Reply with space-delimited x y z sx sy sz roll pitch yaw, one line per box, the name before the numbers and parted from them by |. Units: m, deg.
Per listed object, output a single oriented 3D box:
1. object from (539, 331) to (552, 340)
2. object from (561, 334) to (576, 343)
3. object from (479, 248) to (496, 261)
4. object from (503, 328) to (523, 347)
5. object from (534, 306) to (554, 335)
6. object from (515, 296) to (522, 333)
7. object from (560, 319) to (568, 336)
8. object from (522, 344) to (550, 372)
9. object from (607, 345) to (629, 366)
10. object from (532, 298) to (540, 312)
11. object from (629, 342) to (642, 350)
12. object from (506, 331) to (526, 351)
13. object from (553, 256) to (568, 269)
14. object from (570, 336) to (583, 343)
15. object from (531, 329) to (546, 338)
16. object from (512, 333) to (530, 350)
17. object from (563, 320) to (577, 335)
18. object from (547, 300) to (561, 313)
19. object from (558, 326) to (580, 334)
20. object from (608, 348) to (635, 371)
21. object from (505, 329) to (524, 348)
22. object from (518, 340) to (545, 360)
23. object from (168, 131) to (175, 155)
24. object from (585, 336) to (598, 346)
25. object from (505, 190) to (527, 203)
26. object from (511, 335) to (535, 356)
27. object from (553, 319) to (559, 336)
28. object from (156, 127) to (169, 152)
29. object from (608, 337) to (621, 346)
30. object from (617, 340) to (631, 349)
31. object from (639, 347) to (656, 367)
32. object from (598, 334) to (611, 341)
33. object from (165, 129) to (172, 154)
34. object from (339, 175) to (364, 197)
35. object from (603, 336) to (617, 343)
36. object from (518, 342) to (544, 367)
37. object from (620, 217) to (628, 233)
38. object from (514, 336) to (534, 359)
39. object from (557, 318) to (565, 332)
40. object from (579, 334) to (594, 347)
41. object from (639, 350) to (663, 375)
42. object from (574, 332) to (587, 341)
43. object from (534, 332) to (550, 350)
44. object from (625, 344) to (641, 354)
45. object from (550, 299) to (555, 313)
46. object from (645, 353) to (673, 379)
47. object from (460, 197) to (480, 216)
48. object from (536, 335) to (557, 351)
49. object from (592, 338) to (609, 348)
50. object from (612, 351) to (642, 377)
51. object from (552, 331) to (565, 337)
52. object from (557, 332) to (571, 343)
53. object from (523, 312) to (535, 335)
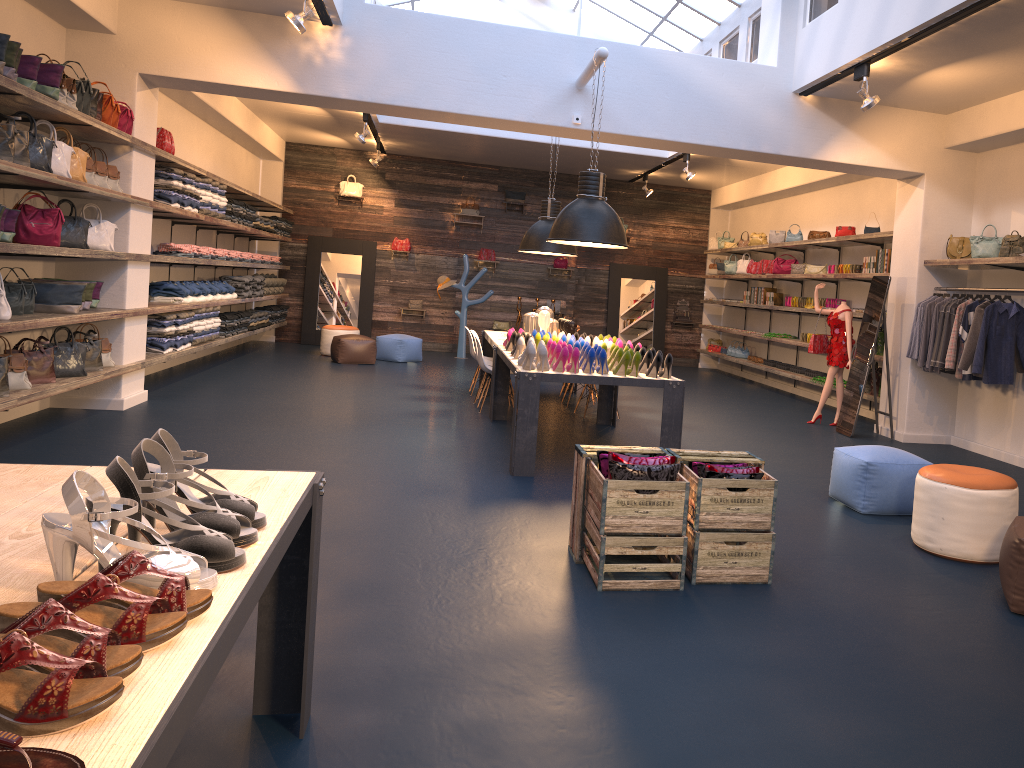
object | 0.283 -0.408 8.226 0.212 0.195 0.231 3 5 -17
object | 0.504 -0.367 8.028 0.208 0.195 0.236 4 5 -9
object | -0.445 -2.385 16.026 0.340 0.254 0.130 2 4 -24
object | 0.025 -0.453 8.439 0.211 0.195 0.232 3 5 -15
object | 0.325 -0.590 8.878 0.214 0.411 0.190 3 3 -21
object | 0.076 -0.859 10.814 0.140 0.467 0.140 4 2 2
object | 0.584 -0.552 9.292 0.159 0.284 0.149 4 3 -10
object | 0.180 -0.193 6.279 0.205 0.195 0.239 4 5 -3
object | 0.855 -0.218 6.976 0.210 0.195 0.233 3 5 -13
object | 0.287 -0.848 10.864 0.129 0.467 0.150 6 3 34
object | 1.044 -0.273 7.587 0.210 0.195 0.233 3 5 -13
object | 0.050 -0.390 7.904 0.208 0.195 0.236 4 5 -9
object | 0.919 -2.298 16.386 0.258 0.242 0.210 3 4 -14
object | 0.557 -0.333 7.766 0.208 0.195 0.236 4 5 -9
object | 0.248 -0.442 8.501 0.208 0.195 0.236 4 5 -9
object | 0.100 -0.358 7.658 0.204 0.195 0.241 4 5 -1
object | 0.605 -0.521 9.042 0.159 0.284 0.149 4 3 -10
object | 0.792 -1.467 16.391 0.273 0.229 0.080 5 2 4
object | 0.591 -0.598 10.056 0.472 0.202 0.207 1 5 -31
object | 0.857 -0.189 6.722 0.208 0.195 0.236 4 5 -9
object | 0.035 -0.422 8.175 0.207 0.195 0.244 5 5 3
object | 0.161 -0.258 6.832 0.214 0.195 0.228 3 5 -22
object | -3.388 -2.306 8.252 0.334 0.244 0.136 3 3 -18
object | 0.717 -0.353 8.056 0.210 0.195 0.233 3 5 -13
object | 0.063 -3.468 16.098 0.439 0.231 0.169 3 4 -19
object | 0.103 -0.327 7.388 0.210 0.195 0.233 3 5 -13
object | 0.399 -0.544 9.076 0.185 0.289 0.164 3 3 -21
object | -3.374 -2.283 8.057 0.331 0.244 0.137 3 3 -14
object | 0.938 -0.343 8.124 0.208 0.195 0.236 4 5 -9
object | 1.008 -0.307 7.860 0.204 0.195 0.240 4 5 -2
object | 1.078 -0.209 7.057 0.208 0.195 0.236 4 5 -9
object | 0.902 -0.404 8.635 0.208 0.195 0.236 4 5 -9
object | -3.383 -2.294 8.151 0.328 0.244 0.138 4 3 -11
object | -2.840 -3.512 15.395 0.452 0.385 0.181 2 3 -24
object | 0.928 -0.372 8.374 0.208 0.195 0.236 4 5 -9
object | 0.157 -0.227 6.556 0.212 0.195 0.231 3 5 -17
object | 2.056 -3.003 16.606 0.391 0.366 0.165 3 3 -24
object | 0.116 -0.295 7.122 0.203 0.195 0.241 4 5 0
object | 0.563 -0.581 9.535 0.159 0.284 0.149 4 3 -10
object | 0.694 -0.386 8.330 0.209 0.195 0.234 4 5 -11
object | 1.086 -0.177 6.781 0.208 0.195 0.236 4 5 -9
object | 0.660 -0.421 8.611 0.208 0.195 0.236 4 5 -9
object | 0.271 -0.380 7.973 0.206 0.195 0.238 4 5 -6
object | 1.008 -0.245 7.324 0.203 0.195 0.241 4 5 -1
object | 0.513 -0.836 10.922 0.150 0.467 0.129 3 3 -33
object | 1.112 -0.144 6.509 0.208 0.195 0.236 4 5 -9
object | -0.765 -3.260 15.915 0.355 0.334 0.164 4 3 -1
object | 0.319 -0.344 7.694 0.208 0.195 0.236 4 5 -9
object | 0.789 -0.320 7.816 0.208 0.195 0.236 4 5 -9
object | 0.862 -0.158 6.454 0.211 0.195 0.232 3 5 -16
object | 0.453 -0.430 8.540 0.204 0.195 0.240 4 5 -2
object | 0.487 -0.397 8.277 0.208 0.195 0.236 4 5 -9
object | 0.203 -0.588 9.115 0.182 0.335 0.190 5 3 9
